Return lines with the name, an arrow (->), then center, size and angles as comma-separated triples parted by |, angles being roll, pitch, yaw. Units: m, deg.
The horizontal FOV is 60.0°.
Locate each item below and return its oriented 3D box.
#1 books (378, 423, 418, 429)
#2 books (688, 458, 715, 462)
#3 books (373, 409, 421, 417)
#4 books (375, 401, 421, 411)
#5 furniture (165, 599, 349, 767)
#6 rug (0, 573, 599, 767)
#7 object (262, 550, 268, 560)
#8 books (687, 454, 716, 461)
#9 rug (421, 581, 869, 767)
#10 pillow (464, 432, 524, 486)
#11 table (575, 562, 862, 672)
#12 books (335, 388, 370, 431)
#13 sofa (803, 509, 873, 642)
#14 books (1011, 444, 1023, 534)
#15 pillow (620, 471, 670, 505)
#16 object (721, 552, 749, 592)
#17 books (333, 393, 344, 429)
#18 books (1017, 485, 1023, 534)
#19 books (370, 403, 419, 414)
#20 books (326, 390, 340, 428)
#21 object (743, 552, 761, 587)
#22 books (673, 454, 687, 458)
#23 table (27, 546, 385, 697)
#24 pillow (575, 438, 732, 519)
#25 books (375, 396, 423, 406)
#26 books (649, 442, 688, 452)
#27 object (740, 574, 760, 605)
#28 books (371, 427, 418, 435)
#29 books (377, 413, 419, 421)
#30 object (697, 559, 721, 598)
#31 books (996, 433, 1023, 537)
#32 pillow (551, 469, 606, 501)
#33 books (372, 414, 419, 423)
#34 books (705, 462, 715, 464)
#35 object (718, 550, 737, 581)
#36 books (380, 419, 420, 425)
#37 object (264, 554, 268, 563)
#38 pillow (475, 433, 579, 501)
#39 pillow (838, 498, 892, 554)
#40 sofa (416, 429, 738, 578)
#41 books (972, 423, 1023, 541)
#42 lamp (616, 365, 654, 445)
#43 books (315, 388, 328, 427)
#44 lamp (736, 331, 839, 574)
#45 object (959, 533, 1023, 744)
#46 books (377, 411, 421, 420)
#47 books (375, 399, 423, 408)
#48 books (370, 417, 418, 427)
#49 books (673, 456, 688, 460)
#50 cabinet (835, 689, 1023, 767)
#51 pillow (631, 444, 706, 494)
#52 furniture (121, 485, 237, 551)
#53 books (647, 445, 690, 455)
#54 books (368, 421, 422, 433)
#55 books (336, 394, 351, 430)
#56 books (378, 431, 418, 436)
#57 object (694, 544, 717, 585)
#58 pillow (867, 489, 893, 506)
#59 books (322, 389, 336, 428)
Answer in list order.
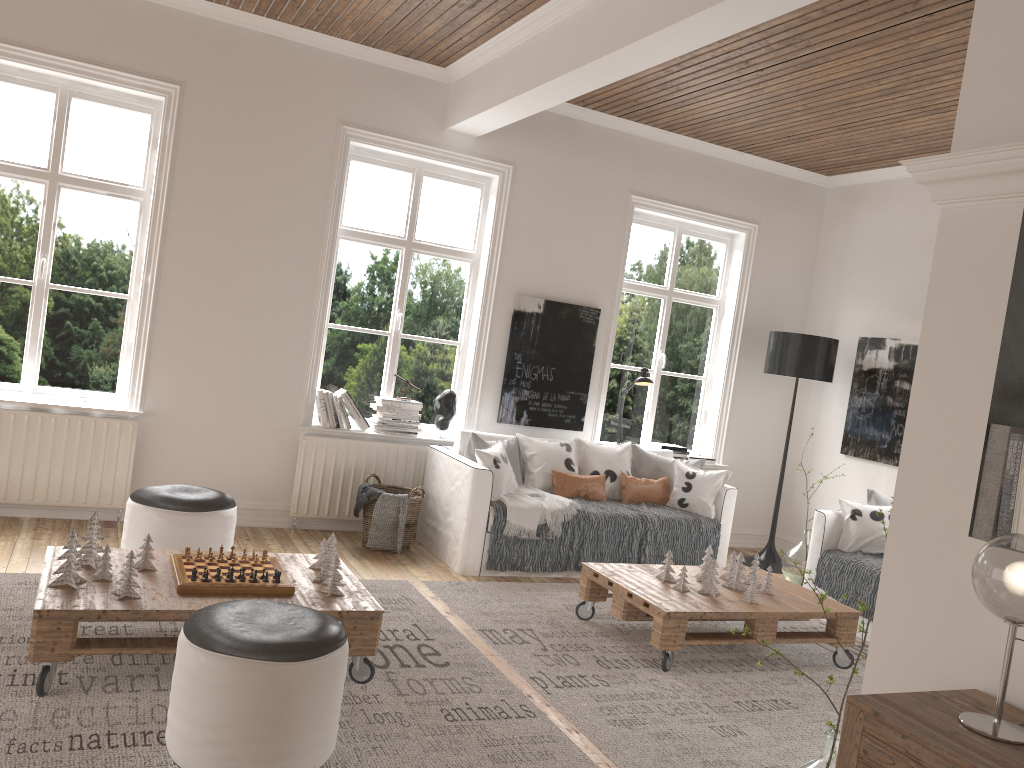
books -> -0.781, 0.276, 6.019 | 0.254, 0.013, 0.161 | 7, 3, -25
books -> 1.459, 0.593, 7.058 | 0.248, 0.014, 0.187 | 7, 3, -27
books -> -0.781, 0.190, 6.026 | 0.288, 0.016, 0.182 | 7, 3, -25
books -> -0.771, 0.147, 6.008 | 0.273, 0.021, 0.174 | 7, 3, -25
furniture -> -0.785, 0.934, 2.762 | 0.518, 0.430, 0.518 | 7, 3, -22
rug -> -1.222, 1.061, 3.357 | 2.474, 0.003, 2.254 | 7, 3, -25
object -> -1.036, 0.716, 3.713 | 0.019, 0.040, 0.019 | 9, 3, 9
books -> 1.460, 0.580, 7.065 | 0.251, 0.012, 0.202 | 7, 3, -24
rug -> 1.069, 1.346, 4.439 | 2.474, 0.003, 2.254 | 7, 3, -25
pillow -> -0.128, 0.525, 5.728 | 0.282, 0.431, 0.541 | 10, 3, 39
table -> 1.033, 1.185, 4.548 | 1.189, 0.300, 0.821 | 7, 3, -25
books -> -1.059, 0.168, 5.882 | 0.226, 0.255, 0.176 | 7, 3, -25
sofa -> 2.612, 1.162, 4.814 | 0.866, 0.776, 1.960 | 7, 3, -25
books -> 1.241, 0.262, 2.054 | 0.205, 0.243, 0.019 | 7, 3, -25
pillow -> 0.914, 0.727, 6.045 | 0.414, 0.235, 0.117 | 7, 3, -26
object -> 1.158, 0.953, 4.533 | 0.113, 0.195, 0.107 | 7, 3, -18
books -> -1.158, 0.175, 5.839 | 0.101, 0.218, 0.161 | 7, 3, -25
books -> 1.248, 0.268, 2.039 | 0.200, 0.236, 0.031 | 7, 3, -25
books -> -0.799, 0.166, 6.015 | 0.296, 0.028, 0.180 | 7, 3, -25
books -> -1.182, 0.165, 5.822 | 0.104, 0.232, 0.152 | 7, 3, -25
object -> 1.287, 0.974, 4.699 | 0.090, 0.176, 0.090 | 10, 3, 27
books -> 1.215, 0.539, 6.937 | 0.242, 0.023, 0.191 | 7, 3, -27
table -> -1.199, 0.908, 3.482 | 1.189, 0.300, 0.821 | 7, 3, -25
pillow -> 0.931, 0.654, 6.107 | 1.081, 0.450, 0.403 | 8, 3, -1
books -> -0.768, 0.113, 5.993 | 0.288, 0.016, 0.182 | 7, 3, -25
books -> 1.219, 0.491, 6.939 | 0.239, 0.028, 0.190 | 7, 3, -23
object -> 1.168, 0.991, 4.314 | 0.073, 0.142, 0.072 | 7, 3, -18
books -> -0.797, 0.313, 6.005 | 0.285, 0.012, 0.159 | 7, 3, -25
books -> -0.775, 0.224, 6.008 | 0.254, 0.012, 0.161 | 7, 3, -25
object -> 0.981, 0.944, 4.362 | 0.097, 0.178, 0.103 | 10, 3, 28
books -> 1.227, 0.252, 2.074 | 0.193, 0.257, 0.046 | 7, 3, -25
pillow -> 0.445, 0.692, 5.854 | 0.414, 0.220, 0.116 | 7, 3, -24
books -> -0.789, 0.234, 6.010 | 0.285, 0.012, 0.159 | 7, 3, -25
books -> 1.462, 0.607, 7.060 | 0.253, 0.014, 0.187 | 7, 3, -25
object -> 1.171, 0.963, 4.706 | 0.090, 0.164, 0.095 | 7, 3, -18
books -> -0.768, 0.250, 6.012 | 0.256, 0.013, 0.161 | 7, 3, -25
object -> -1.018, 0.722, 3.673 | 0.017, 0.037, 0.017 | 8, 3, -6
pillow -> 0.078, 0.555, 5.734 | 1.020, 0.414, 0.417 | 6, 3, -43
pillow -> 2.412, 0.917, 5.217 | 0.417, 0.414, 1.020 | 6, 3, -43
sofa -> 0.452, 0.798, 5.948 | 1.960, 0.776, 0.866 | 7, 3, -25
books -> 1.210, 0.240, 2.118 | 0.200, 0.271, 0.050 | 7, 3, -25
lamp -> 0.895, 0.195, 6.643 | 0.196, 0.703, 0.439 | 7, 3, -25
books -> -1.253, 0.152, 5.797 | 0.093, 0.239, 0.172 | 7, 3, -25
lamp -> 2.066, 0.506, 6.688 | 0.499, 1.754, 0.499 | 7, 3, -28
object -> 1.059, 0.805, 1.800 | 0.395, 1.062, 0.180 | 8, 3, -11
books -> -0.770, 0.209, 6.018 | 0.263, 0.017, 0.167 | 7, 3, -25
books -> -0.769, 0.128, 6.006 | 0.288, 0.016, 0.182 | 7, 3, -25
books -> -0.801, 0.260, 6.024 | 0.288, 0.016, 0.182 | 7, 3, -25
books -> 1.216, 0.567, 6.947 | 0.258, 0.032, 0.191 | 7, 3, -23
cabinet -> 1.117, 1.114, 1.303 | 0.408, 0.750, 1.432 | 7, 3, -25
pillow -> 1.065, 0.678, 6.254 | 0.546, 0.437, 0.292 | 9, 3, 8
furniture -> -1.638, 0.739, 4.372 | 0.518, 0.430, 0.518 | 8, 3, -4
books -> 1.222, 0.517, 6.947 | 0.258, 0.023, 0.212 | 7, 3, -25
books -> -0.795, 0.293, 6.014 | 0.331, 0.025, 0.176 | 7, 3, -25
books -> -1.122, 0.182, 5.850 | 0.118, 0.213, 0.161 | 7, 3, -25
books -> -0.786, 0.327, 6.015 | 0.254, 0.012, 0.161 | 7, 3, -25
object -> 1.020, 0.930, 4.624 | 0.112, 0.193, 0.106 | 8, 3, 3
pillow -> 2.408, 0.907, 5.426 | 0.541, 0.431, 0.282 | 10, 3, 39
books -> -1.210, 0.160, 5.806 | 0.112, 0.235, 0.172 | 7, 3, -25
